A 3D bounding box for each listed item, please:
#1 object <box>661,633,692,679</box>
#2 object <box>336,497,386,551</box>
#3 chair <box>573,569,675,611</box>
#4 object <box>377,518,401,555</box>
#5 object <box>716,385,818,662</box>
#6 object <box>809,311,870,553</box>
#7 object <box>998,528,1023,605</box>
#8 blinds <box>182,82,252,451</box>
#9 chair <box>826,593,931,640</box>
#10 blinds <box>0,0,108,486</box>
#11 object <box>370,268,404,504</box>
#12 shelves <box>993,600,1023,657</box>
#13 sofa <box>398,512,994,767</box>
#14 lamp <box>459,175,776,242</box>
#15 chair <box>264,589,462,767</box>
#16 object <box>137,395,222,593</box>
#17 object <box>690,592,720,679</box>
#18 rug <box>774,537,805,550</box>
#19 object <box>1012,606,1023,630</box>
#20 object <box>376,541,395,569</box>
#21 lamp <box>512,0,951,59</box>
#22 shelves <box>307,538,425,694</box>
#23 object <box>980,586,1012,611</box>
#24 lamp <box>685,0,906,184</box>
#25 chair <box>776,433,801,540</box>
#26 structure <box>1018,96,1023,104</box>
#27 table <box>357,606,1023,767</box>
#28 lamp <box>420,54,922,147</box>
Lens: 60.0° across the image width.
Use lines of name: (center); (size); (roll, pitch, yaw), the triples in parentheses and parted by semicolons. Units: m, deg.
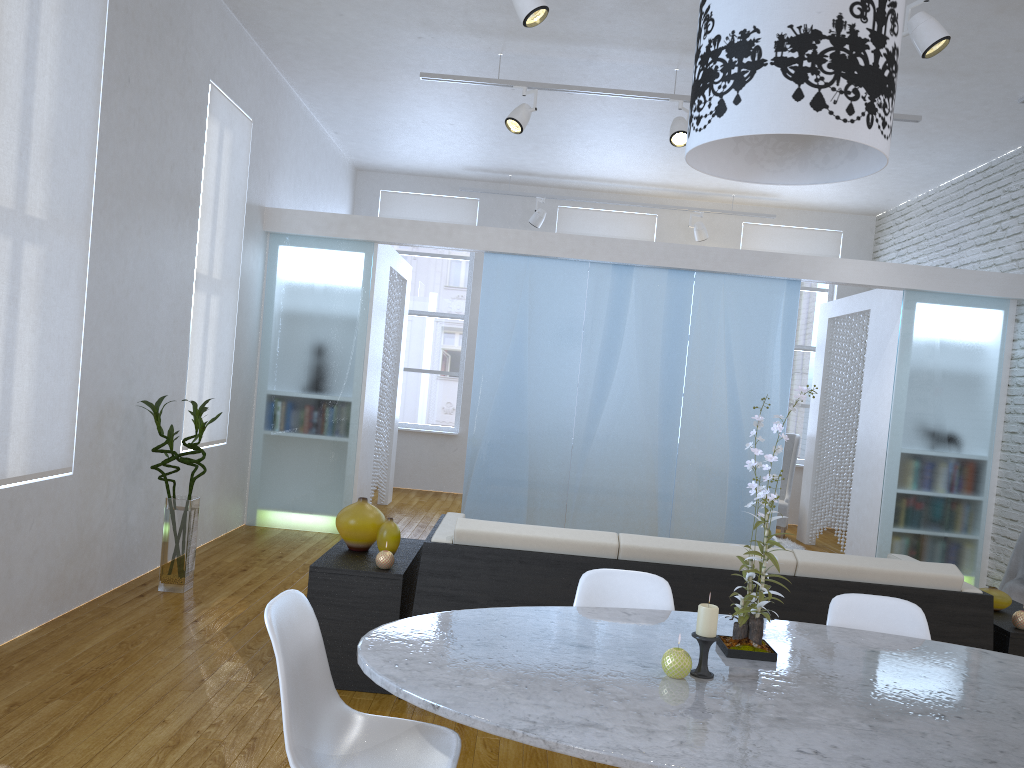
object: (0.342, 0.558, 1.828); (0.062, 0.091, 0.063); (4, 2, -41)
object: (-0.623, 0.576, 3.655); (0.206, 0.215, 0.207); (6, 1, 42)
chair: (0.303, 0.700, 2.302); (0.405, 0.352, 0.419); (5, 1, 0)
object: (-0.494, 0.616, 3.549); (0.095, 0.160, 0.096); (7, 2, 42)
object: (0.568, 0.310, 2.027); (0.166, 0.639, 0.202); (6, 2, 29)
object: (2.744, 0.419, 7.397); (0.051, 2.017, 0.922); (5, 2, 1)
object: (2.846, 1.110, 4.645); (0.644, 0.688, 0.636); (6, 1, 40)
blinds: (-1.799, -0.666, 5.437); (0.007, 2.113, 0.761); (5, 2, 1)
chair: (0.979, 0.762, 2.271); (0.405, 0.352, 0.419); (5, 1, 5)
blinds: (-1.833, -0.667, 3.453); (0.007, 2.113, 0.761); (5, 2, 1)
object: (-1.071, 0.070, 7.452); (0.051, 2.017, 0.922); (5, 2, 1)
shelves: (1.986, 1.150, 3.617); (0.349, 0.451, 0.729); (5, 1, 1)
sofa: (0.717, 0.930, 4.328); (5.336, 0.679, 9.718); (5, 0, 1)
lamp: (1.027, -1.713, 8.741); (3.118, 0.487, 0.197); (5, 2, -1)
chair: (-0.310, 0.645, 1.881); (0.419, 0.352, 0.405); (5, 1, 3)
object: (-1.713, 0.547, 4.438); (0.380, 0.981, 0.483); (4, 2, -27)
object: (0.405, 0.521, 1.852); (0.059, 0.177, 0.059); (5, 2, -14)
rug: (1.966, 1.347, 7.644); (1.095, 0.047, 0.755); (5, 0, 1)
object: (1.916, 0.865, 3.322); (0.071, 0.104, 0.071); (6, 1, 28)
object: (-0.479, 0.646, 3.356); (0.071, 0.104, 0.071); (6, 1, 28)
lamp: (0.909, -1.716, 3.819); (3.118, 0.487, 0.222); (5, 2, 1)
shelves: (-0.591, 0.914, 3.654); (0.349, 0.451, 0.729); (5, 1, 1)
object: (1.962, 0.876, 3.625); (0.146, 0.090, 0.147); (6, 1, 42)
lamp: (0.627, -1.222, 1.793); (0.399, 1.539, 0.399); (4, 2, -33)
chair: (2.376, 0.925, 8.228); (0.471, 0.962, 0.378); (6, 2, 26)
structure: (3.117, -1.676, 3.539); (0.052, 0.183, 3.903); (5, 0, 1)
table: (0.600, 0.940, 1.881); (1.910, 0.623, 1.070); (5, 1, 0)
lamp: (0.973, -1.713, 5.511); (3.117, 0.487, 0.205); (5, 2, -2)
